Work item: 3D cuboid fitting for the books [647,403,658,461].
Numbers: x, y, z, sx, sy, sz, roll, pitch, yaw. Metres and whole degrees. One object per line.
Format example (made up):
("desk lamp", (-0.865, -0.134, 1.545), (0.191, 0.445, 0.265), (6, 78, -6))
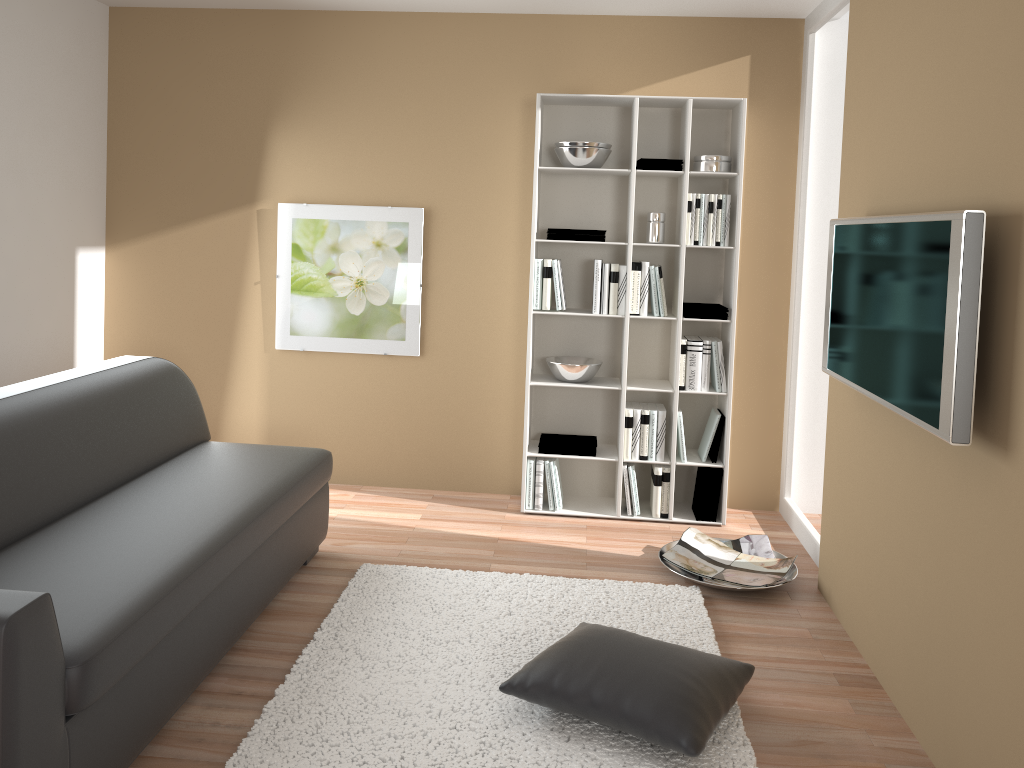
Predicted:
("books", (0.725, 0.246, 4.572), (0.040, 0.256, 0.209), (2, 6, 5))

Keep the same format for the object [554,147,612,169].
("object", (0.366, -1.165, 4.578), (0.299, 0.106, 0.302), (-3, 10, -30))

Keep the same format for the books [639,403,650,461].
("books", (0.684, 0.244, 4.574), (0.040, 0.256, 0.209), (2, 6, 5))

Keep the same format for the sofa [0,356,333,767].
("sofa", (-1.342, 0.475, 2.886), (0.951, 0.826, 2.286), (3, 9, 4))

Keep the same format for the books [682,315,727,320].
("books", (0.987, -0.353, 4.567), (0.210, 0.007, 0.301), (3, 10, 4))

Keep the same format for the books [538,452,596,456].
("books", (0.292, 0.341, 4.632), (0.297, 0.006, 0.213), (3, 10, 4))

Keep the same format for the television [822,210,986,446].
("television", (1.160, -0.233, 2.729), (0.054, 0.573, 1.188), (2, 8, 4))

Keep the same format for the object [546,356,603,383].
("object", (0.325, -0.071, 4.630), (0.299, 0.106, 0.302), (-3, 10, -30))

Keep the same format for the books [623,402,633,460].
("books", (0.600, 0.241, 4.577), (0.040, 0.256, 0.209), (2, 6, 5))

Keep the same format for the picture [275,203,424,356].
("picture", (-0.902, -0.577, 4.857), (0.816, 0.811, 0.019), (3, 3, 5))

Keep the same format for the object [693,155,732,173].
("object", (1.025, -1.120, 4.507), (0.193, 0.089, 0.193), (-6, 12, -43))

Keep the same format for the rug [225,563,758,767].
("rug", (-0.021, 0.975, 2.648), (1.449, 0.045, 2.050), (3, 10, 4))

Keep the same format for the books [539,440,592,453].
("books", (0.290, 0.330, 4.631), (0.297, 0.006, 0.213), (3, 10, 3))

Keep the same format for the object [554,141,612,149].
("object", (0.368, -1.192, 4.576), (0.299, 0.106, 0.302), (-3, 10, -30))

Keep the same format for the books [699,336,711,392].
("books", (0.991, -0.107, 4.544), (0.040, 0.256, 0.209), (2, 6, 4))

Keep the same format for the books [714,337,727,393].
("books", (1.067, -0.102, 4.533), (0.060, 0.258, 0.209), (2, 6, 4))

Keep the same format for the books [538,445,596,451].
("books", (0.293, 0.314, 4.629), (0.297, 0.006, 0.213), (3, 10, 6))

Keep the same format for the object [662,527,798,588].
("object", (0.934, 0.764, 3.814), (0.502, 0.096, 0.345), (9, 11, 34))

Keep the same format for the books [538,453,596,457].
("books", (0.291, 0.347, 4.631), (0.297, 0.007, 0.213), (3, 10, 4))

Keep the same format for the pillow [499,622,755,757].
("pillow", (0.357, 0.890, 2.651), (0.612, 0.208, 0.586), (7, 10, 30))

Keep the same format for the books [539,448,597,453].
("books", (0.294, 0.325, 4.631), (0.297, 0.006, 0.213), (3, 10, 4))

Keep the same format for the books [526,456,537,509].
("books", (0.102, 0.501, 4.635), (0.040, 0.256, 0.209), (2, 6, 5))

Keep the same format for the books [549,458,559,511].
("books", (0.225, 0.509, 4.617), (0.058, 0.256, 0.210), (2, 6, 5))

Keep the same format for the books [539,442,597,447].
("books", (0.297, 0.298, 4.628), (0.297, 0.007, 0.213), (3, 10, 4))

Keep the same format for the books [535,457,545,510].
("books", (0.149, 0.504, 4.626), (0.040, 0.256, 0.209), (2, 6, 5))

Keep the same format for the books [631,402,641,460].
("books", (0.642, 0.242, 4.580), (0.040, 0.256, 0.209), (2, 6, 4))

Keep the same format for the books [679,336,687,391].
("books", (0.867, -0.112, 4.545), (0.040, 0.256, 0.209), (2, 6, 5))

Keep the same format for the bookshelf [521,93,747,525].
("bookshelf", (0.616, -0.402, 4.599), (1.039, 2.127, 0.335), (3, 3, 5))

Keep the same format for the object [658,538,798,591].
("object", (0.927, 0.795, 3.802), (0.585, 0.063, 0.592), (-1, 10, -20))

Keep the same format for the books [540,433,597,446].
("books", (0.298, 0.292, 4.629), (0.297, 0.006, 0.213), (3, 10, 4))

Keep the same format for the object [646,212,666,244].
("object", (0.737, -0.798, 4.509), (0.093, 0.160, 0.094), (4, 5, 19))

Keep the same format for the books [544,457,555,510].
("books", (0.199, 0.505, 4.623), (0.060, 0.258, 0.209), (2, 6, 4))

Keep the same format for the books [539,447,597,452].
("books", (0.294, 0.319, 4.630), (0.297, 0.006, 0.213), (3, 10, 4))

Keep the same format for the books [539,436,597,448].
("books", (0.294, 0.302, 4.633), (0.297, 0.008, 0.213), (3, 10, 4))

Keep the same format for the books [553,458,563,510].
("books", (0.243, 0.505, 4.632), (0.058, 0.256, 0.210), (2, 6, 5))

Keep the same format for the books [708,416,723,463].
("books", (1.052, 0.268, 4.572), (0.043, 0.236, 0.213), (2, 6, 5))

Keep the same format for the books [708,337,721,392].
("books", (1.042, -0.103, 4.536), (0.060, 0.258, 0.210), (2, 6, 5))

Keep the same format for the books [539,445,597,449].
("books", (0.294, 0.307, 4.633), (0.297, 0.008, 0.213), (3, 10, 4))

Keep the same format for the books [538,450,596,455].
("books", (0.292, 0.336, 4.631), (0.297, 0.006, 0.213), (3, 10, 4))

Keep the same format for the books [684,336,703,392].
("books", (0.928, -0.108, 4.535), (0.076, 0.256, 0.210), (2, 6, 5))

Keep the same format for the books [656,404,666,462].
("books", (0.767, 0.249, 4.568), (0.040, 0.256, 0.209), (2, 6, 5))

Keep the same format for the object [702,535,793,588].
("object", (0.984, 0.776, 3.825), (0.343, 0.096, 0.505), (3, 10, 4))
